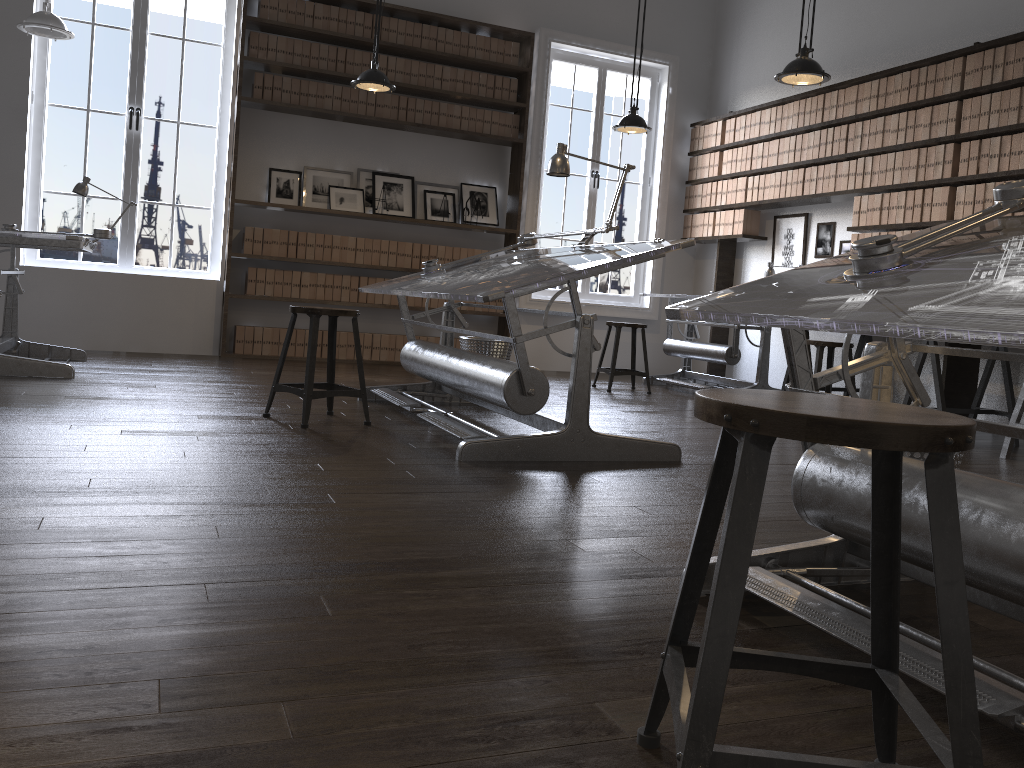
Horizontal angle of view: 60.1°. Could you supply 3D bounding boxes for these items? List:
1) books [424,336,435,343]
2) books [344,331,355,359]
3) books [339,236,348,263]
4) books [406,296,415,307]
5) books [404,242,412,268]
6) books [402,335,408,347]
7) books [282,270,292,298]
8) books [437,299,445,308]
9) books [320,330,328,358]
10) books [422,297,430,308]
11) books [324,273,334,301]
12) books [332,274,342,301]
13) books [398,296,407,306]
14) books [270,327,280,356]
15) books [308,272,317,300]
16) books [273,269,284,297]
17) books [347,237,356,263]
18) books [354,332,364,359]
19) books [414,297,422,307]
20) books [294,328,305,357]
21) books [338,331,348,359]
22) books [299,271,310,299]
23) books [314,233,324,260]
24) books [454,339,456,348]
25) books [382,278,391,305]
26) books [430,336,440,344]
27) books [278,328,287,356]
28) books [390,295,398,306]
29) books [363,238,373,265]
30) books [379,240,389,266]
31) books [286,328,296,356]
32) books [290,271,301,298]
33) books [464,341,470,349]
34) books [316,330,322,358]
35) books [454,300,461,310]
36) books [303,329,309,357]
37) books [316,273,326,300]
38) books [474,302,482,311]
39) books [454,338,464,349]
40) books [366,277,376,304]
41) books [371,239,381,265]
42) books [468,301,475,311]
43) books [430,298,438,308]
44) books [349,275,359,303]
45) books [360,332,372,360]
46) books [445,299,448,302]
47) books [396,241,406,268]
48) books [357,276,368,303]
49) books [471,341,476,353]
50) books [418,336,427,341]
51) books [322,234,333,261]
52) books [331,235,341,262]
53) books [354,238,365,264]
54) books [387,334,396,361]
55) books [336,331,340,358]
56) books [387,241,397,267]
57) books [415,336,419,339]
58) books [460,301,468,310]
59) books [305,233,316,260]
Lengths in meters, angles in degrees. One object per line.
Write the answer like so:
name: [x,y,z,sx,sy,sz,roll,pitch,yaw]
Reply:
books: [-0.746,-0.306,7.830,0.066,0.225,0.175,3,4,-22]
books: [-1.395,-0.330,7.559,0.067,0.225,0.175,3,4,-22]
books: [-1.438,-1.134,7.488,0.066,0.225,0.175,3,4,-23]
books: [-0.899,-0.792,7.734,0.066,0.225,0.175,3,4,-22]
books: [-0.928,-1.115,7.699,0.066,0.225,0.175,3,4,-22]
books: [-0.944,-0.314,7.753,0.066,0.225,0.175,3,4,-22]
books: [-1.872,-0.830,7.333,0.066,0.225,0.175,3,4,-22]
books: [-0.644,-0.783,7.842,0.066,0.225,0.175,3,4,-23]
books: [-1.582,-0.337,7.483,0.067,0.225,0.175,3,4,-23]
books: [-0.772,-0.787,7.781,0.066,0.225,0.175,3,4,-22]
books: [-1.559,-0.818,7.463,0.066,0.225,0.175,3,4,-22]
books: [-1.494,-0.815,7.490,0.066,0.225,0.175,3,4,-22]
books: [-0.969,-0.795,7.706,0.066,0.225,0.175,3,4,-22]
books: [-1.973,-0.353,7.325,0.066,0.225,0.175,3,4,-23]
books: [-1.683,-0.822,7.411,0.066,0.225,0.175,3,4,-22]
books: [-1.938,-0.832,7.308,0.066,0.225,0.175,3,4,-22]
books: [-1.380,-1.132,7.511,0.066,0.225,0.175,3,4,-23]
books: [-1.328,-0.328,7.587,0.066,0.225,0.175,3,4,-23]
books: [-0.839,-0.789,7.754,0.067,0.225,0.175,3,4,-23]
books: [-1.784,-0.346,7.405,0.066,0.225,0.175,3,4,-23]
books: [-1.454,-0.333,7.539,0.066,0.225,0.175,3,4,-23]
books: [-1.740,-0.824,7.385,0.066,0.225,0.175,3,4,-22]
books: [-1.628,-1.142,7.411,0.066,0.225,0.175,3,4,-23]
books: [-0.566,-0.299,7.908,0.066,0.225,0.175,3,4,-22]
books: [-1.097,-0.800,7.651,0.066,0.225,0.175,3,4,-23]
books: [-0.689,-0.304,7.856,0.066,0.225,0.175,3,4,-22]
books: [-1.910,-0.350,7.346,0.067,0.225,0.175,3,4,-22]
books: [-1.034,-0.798,7.681,0.066,0.225,0.175,3,4,-22]
books: [-1.249,-1.127,7.567,0.066,0.225,0.175,3,4,-23]
books: [-1.119,-1.122,7.619,0.066,0.225,0.175,3,4,-22]
books: [-1.850,-0.348,7.378,0.066,0.225,0.175,3,4,-23]
books: [-1.806,-0.827,7.356,0.067,0.225,0.175,3,4,-23]
books: [-0.433,-0.294,7.958,0.066,0.225,0.175,3,4,-23]
books: [-1.653,-0.341,7.459,0.066,0.225,0.175,3,4,-22]
books: [-0.513,-0.777,7.890,0.067,0.225,0.175,3,4,-22]
books: [-1.717,-0.343,7.428,0.066,0.225,0.175,3,4,-22]
books: [-1.619,-0.819,7.432,0.067,0.225,0.175,3,4,-23]
books: [-0.326,-0.770,7.966,0.067,0.225,0.175,3,4,-22]
books: [-0.500,-0.297,7.935,0.066,0.225,0.175,3,4,-22]
books: [-1.225,-0.805,7.602,0.066,0.225,0.175,3,4,-23]
books: [-1.185,-1.125,7.596,0.066,0.225,0.175,3,4,-23]
books: [-0.389,-0.773,7.945,0.066,0.225,0.175,3,4,-23]
books: [-0.707,-0.785,7.812,0.066,0.225,0.175,3,4,-22]
books: [-1.363,-0.810,7.545,0.066,0.225,0.175,3,4,-23]
books: [-1.262,-0.325,7.617,0.066,0.225,0.175,3,4,-23]
books: [-0.579,-0.780,7.867,0.066,0.225,0.175,3,4,-23]
books: [-0.984,-1.116,7.671,0.067,0.225,0.175,3,4,-23]
books: [-1.292,-0.807,7.568,0.067,0.225,0.175,3,4,-22]
books: [-0.369,-0.292,7.990,0.066,0.225,0.175,3,4,-23]
books: [-0.812,-0.308,7.801,0.067,0.225,0.175,3,4,-23]
books: [-1.563,-1.139,7.438,0.066,0.225,0.175,3,4,-23]
books: [-1.498,-1.136,7.459,0.067,0.225,0.175,3,4,-22]
books: [-1.312,-1.129,7.537,0.067,0.225,0.175,3,4,-22]
books: [-1.069,-0.318,7.699,0.066,0.225,0.175,3,4,-23]
books: [-1.516,-0.335,7.516,0.066,0.225,0.175,3,4,-22]
books: [-1.051,-1.119,7.643,0.066,0.225,0.175,3,4,-22]
books: [-0.879,-0.311,7.778,0.066,0.225,0.175,3,4,-22]
books: [-0.446,-0.775,7.920,0.066,0.225,0.175,3,4,-23]
books: [-1.692,-1.144,7.381,0.066,0.225,0.175,3,4,-22]
